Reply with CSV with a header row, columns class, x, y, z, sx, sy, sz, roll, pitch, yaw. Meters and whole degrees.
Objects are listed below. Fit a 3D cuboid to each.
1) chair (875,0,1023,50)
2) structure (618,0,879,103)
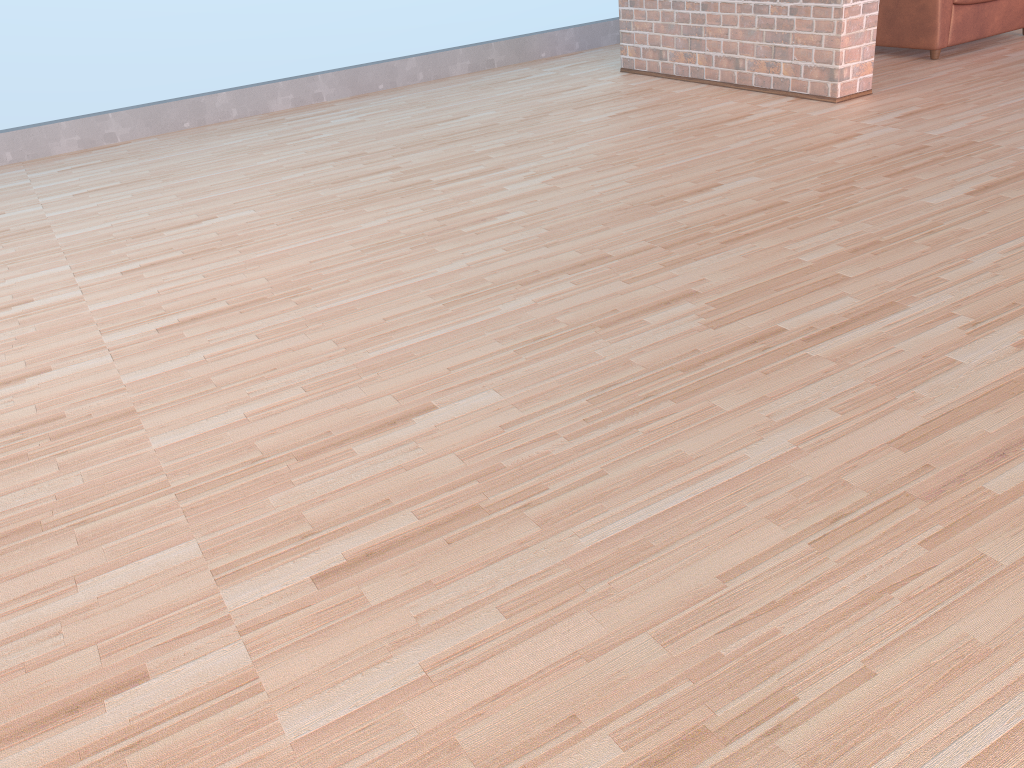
class,x,y,z,sx,sy,sz,roll,pitch,yaw
chair,1.988,-2.179,4.326,0.970,0.879,0.936,-21,31,-25
structure,0.961,-1.865,3.861,0.211,1.057,1.422,-20,31,-24
